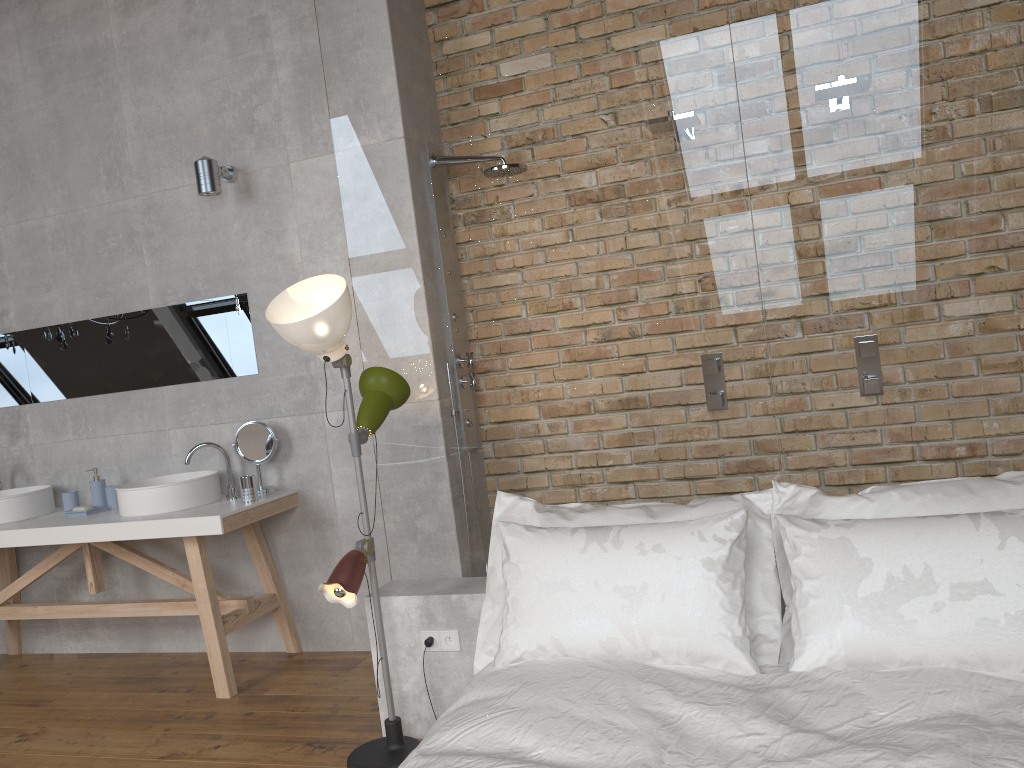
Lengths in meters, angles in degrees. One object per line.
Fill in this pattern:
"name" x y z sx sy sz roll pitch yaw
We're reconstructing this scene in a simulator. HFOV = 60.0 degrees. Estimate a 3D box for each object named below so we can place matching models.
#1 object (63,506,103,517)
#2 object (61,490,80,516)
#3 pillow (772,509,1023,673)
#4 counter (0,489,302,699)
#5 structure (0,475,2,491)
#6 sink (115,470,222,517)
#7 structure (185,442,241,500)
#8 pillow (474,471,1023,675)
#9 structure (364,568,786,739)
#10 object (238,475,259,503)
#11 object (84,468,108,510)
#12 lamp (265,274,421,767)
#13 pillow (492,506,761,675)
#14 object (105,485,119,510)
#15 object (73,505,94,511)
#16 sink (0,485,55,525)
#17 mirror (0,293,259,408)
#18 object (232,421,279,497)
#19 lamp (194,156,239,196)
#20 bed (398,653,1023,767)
"object" -1.996 0.597 4.131 0.147 0.031 0.100 -6 2 21
"object" -2.093 0.566 4.214 0.075 0.108 0.075 -9 3 -35
"pillow" 1.043 0.510 2.183 0.748 0.385 0.291 -7 2 19
"counter" -1.962 0.989 4.198 2.011 0.765 0.630 -7 2 19
"structure" -2.631 0.541 4.529 0.242 0.268 0.141 -6 2 25
"sink" -1.548 0.493 4.014 0.442 0.128 0.445 -8 2 -17
"structure" -1.355 0.396 4.076 0.242 0.268 0.141 -7 2 14
"pillow" 0.732 0.523 2.467 1.746 0.517 0.358 -7 2 19
"structure" 0.877 0.821 2.692 2.820 0.494 0.206 -7 2 19
"object" -1.145 0.456 3.856 0.073 0.111 0.073 -7 2 12
"object" -1.992 0.504 4.268 0.076 0.201 0.076 -7 2 13
"lamp" -0.486 0.440 2.861 0.270 1.582 0.561 -7 2 16
"pillow" 0.296 0.572 2.444 0.744 0.397 0.276 -7 2 19
"object" -1.895 0.540 4.225 0.075 0.108 0.075 -5 3 40
"object" -1.997 0.583 4.130 0.084 0.035 0.067 -6 2 21
"sink" -2.488 0.600 4.348 0.445 0.128 0.442 -7 2 1
"mirror" -2.058 -0.136 4.404 1.838 0.377 0.007 -7 2 19
"object" -1.154 0.337 4.020 0.192 0.338 0.118 -8 2 -24
"lamp" -1.319 -0.927 3.976 0.101 0.168 0.243 -7 2 19
"bed" 0.612 0.926 1.531 2.300 0.442 2.169 -7 2 19
